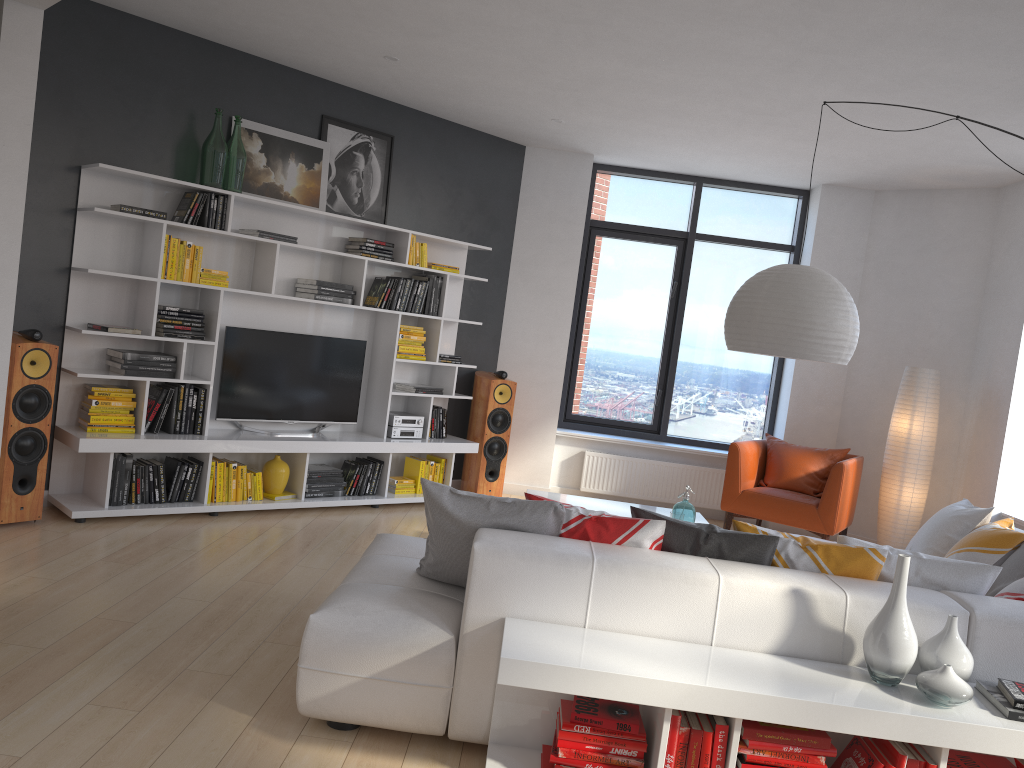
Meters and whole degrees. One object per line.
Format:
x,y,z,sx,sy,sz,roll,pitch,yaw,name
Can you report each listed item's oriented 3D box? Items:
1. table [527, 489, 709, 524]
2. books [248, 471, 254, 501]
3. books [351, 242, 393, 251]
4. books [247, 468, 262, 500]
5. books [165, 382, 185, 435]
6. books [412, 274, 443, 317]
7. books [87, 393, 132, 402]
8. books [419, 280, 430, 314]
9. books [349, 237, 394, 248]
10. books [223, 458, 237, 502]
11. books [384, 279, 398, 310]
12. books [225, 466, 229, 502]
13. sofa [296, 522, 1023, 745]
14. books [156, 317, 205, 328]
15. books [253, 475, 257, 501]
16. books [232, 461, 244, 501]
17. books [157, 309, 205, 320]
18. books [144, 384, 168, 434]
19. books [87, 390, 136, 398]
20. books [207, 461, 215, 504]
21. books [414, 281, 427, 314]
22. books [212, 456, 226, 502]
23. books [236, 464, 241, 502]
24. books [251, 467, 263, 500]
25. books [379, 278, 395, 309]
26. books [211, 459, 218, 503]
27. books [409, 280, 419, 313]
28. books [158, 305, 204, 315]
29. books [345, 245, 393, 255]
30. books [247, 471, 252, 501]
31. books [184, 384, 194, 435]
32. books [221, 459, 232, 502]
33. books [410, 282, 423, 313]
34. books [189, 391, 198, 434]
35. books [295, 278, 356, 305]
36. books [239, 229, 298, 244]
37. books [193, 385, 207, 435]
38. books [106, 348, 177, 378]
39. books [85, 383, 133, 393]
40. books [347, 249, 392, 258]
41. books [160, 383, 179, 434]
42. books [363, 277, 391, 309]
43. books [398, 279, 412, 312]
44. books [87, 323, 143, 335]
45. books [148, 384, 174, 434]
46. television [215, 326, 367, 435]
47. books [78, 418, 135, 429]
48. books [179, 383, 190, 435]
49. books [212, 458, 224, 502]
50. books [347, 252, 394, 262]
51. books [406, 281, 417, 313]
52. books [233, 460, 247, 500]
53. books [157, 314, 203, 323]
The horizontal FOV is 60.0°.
0.589,0.979,5.040,1.091,0.435,1.091,8,3,1,table
-1.759,0.671,5.914,0.046,0.187,0.134,4,5,-44,books
-1.023,-1.006,6.483,0.246,0.026,0.180,5,5,-41,books
-1.729,0.671,5.946,0.067,0.193,0.148,4,5,-43,books
-2.158,0.147,5.637,0.034,0.314,0.237,4,5,-43,books
-0.676,-0.691,6.885,0.128,0.321,0.259,4,5,-43,books
-2.446,0.078,5.387,0.238,0.023,0.167,6,4,-28,books
-0.731,-0.668,6.800,0.066,0.260,0.197,4,5,-43,books
-1.030,-1.034,6.487,0.209,0.030,0.266,10,4,40,books
-1.871,0.629,5.831,0.055,0.252,0.185,4,5,-45,books
-0.942,-0.670,6.588,0.081,0.233,0.169,4,5,-44,books
-1.897,0.641,5.789,0.042,0.230,0.156,4,5,-45,books
1.036,0.953,4.159,3.424,0.732,2.614,8,3,1,sofa
-2.106,-0.391,5.577,0.284,0.030,0.214,5,4,-35,books
-1.738,0.684,5.919,0.049,0.169,0.113,4,5,-45,books
-1.832,0.640,5.869,0.043,0.235,0.171,4,5,-45,books
-2.112,-0.444,5.593,0.284,0.030,0.214,5,4,-35,books
-2.275,0.152,5.544,0.142,0.284,0.232,4,5,-44,books
-2.434,0.055,5.389,0.234,0.024,0.171,5,4,-39,books
-1.978,0.613,5.697,0.029,0.270,0.204,4,5,-43,books
-0.756,-0.665,6.776,0.084,0.249,0.191,4,5,-43,books
-1.919,0.619,5.788,0.038,0.267,0.202,4,5,-43,books
-1.836,0.639,5.838,0.043,0.240,0.169,4,5,-45,books
-1.717,0.670,5.969,0.046,0.193,0.149,4,5,-43,books
-0.974,-0.673,6.576,0.096,0.234,0.187,4,5,-43,books
-1.964,0.613,5.738,0.048,0.271,0.213,4,5,-43,books
-0.803,-0.671,6.733,0.075,0.254,0.192,4,5,-44,books
-2.089,-0.468,5.573,0.246,0.026,0.180,5,4,-36,books
-1.048,-0.982,6.502,0.284,0.030,0.214,5,4,-40,books
-1.779,0.669,5.905,0.056,0.188,0.138,4,5,-43,books
-2.115,0.150,5.683,0.034,0.315,0.239,4,5,-43,books
-1.882,0.629,5.806,0.041,0.252,0.180,4,5,-43,books
-0.776,-0.663,6.742,0.071,0.243,0.179,4,5,-44,books
-2.089,0.172,5.702,0.028,0.272,0.200,4,5,-43,books
-1.323,-0.655,6.292,0.277,0.137,0.343,11,5,41,books
-1.629,-0.982,5.919,0.250,0.047,0.310,11,5,42,books
-2.060,0.163,5.730,0.051,0.297,0.230,4,5,-43,books
-2.294,-0.128,5.485,0.343,0.137,0.277,4,5,-43,books
-2.455,0.027,5.398,0.234,0.024,0.171,5,4,-39,books
-1.040,-0.954,6.487,0.264,0.020,0.189,4,5,-45,books
-2.179,0.154,5.612,0.028,0.301,0.213,4,5,-43,books
-0.995,-0.675,6.550,0.104,0.234,0.182,4,5,-43,books
-0.861,-0.673,6.680,0.084,0.249,0.191,4,5,-43,books
-2.383,-0.330,5.320,0.266,0.030,0.209,10,4,40,books
-2.226,0.154,5.566,0.100,0.289,0.210,4,5,-44,books
-1.534,-0.005,6.240,1.102,0.704,0.207,4,5,-43,television
-2.460,0.239,5.381,0.269,0.025,0.213,5,4,-40,books
-2.136,0.143,5.662,0.026,0.326,0.237,4,5,-43,books
-1.943,0.620,5.768,0.066,0.258,0.198,4,5,-43,books
-1.040,-0.929,6.486,0.284,0.030,0.214,5,4,-40,books
-0.803,-0.661,6.699,0.069,0.242,0.172,4,5,-43,books
-1.815,0.641,5.897,0.056,0.235,0.172,4,5,-44,books
-2.106,-0.416,5.577,0.264,0.020,0.189,5,4,-40,books
